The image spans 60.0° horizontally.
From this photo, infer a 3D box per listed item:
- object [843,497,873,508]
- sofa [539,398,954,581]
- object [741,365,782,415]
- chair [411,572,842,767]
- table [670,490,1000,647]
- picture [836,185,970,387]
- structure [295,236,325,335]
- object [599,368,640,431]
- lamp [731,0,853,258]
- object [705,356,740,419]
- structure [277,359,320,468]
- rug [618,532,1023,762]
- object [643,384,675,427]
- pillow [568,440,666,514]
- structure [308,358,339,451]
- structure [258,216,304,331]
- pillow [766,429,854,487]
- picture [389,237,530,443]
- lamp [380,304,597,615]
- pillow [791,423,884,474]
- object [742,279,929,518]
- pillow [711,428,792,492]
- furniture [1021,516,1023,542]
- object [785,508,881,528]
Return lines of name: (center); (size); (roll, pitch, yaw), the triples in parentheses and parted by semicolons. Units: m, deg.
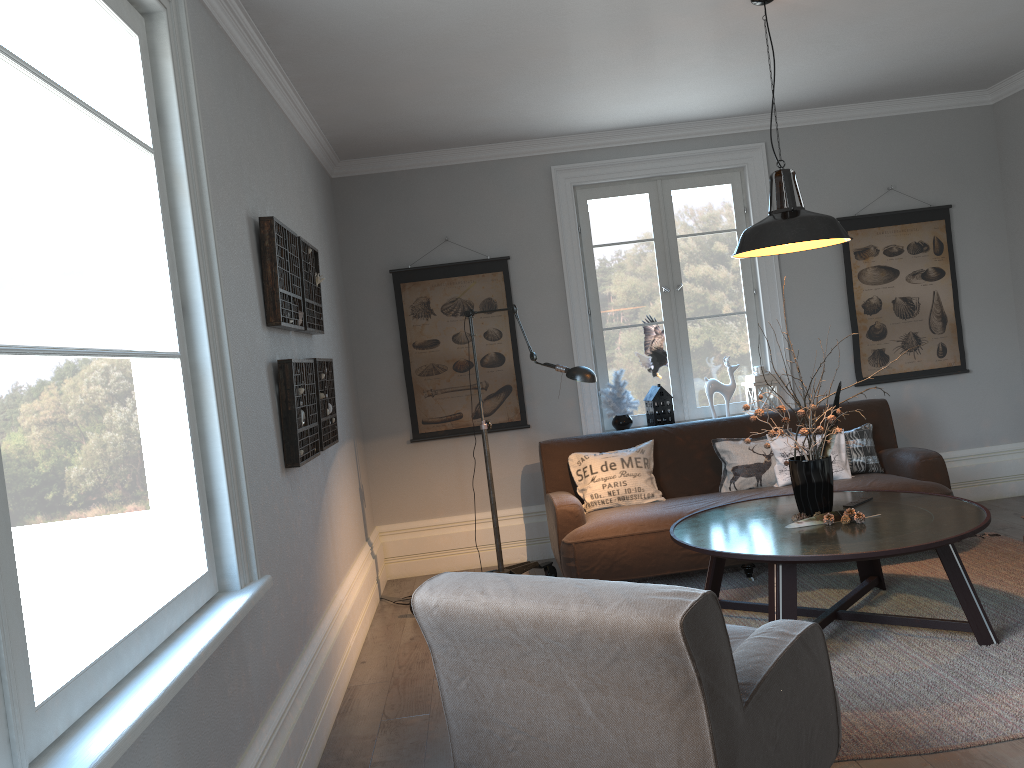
object: (1.589, 0.541, 4.074); (0.207, 0.011, 0.051); (-8, 2, -43)
sofa: (1.293, 0.631, 5.068); (2.165, 0.824, 0.969); (-7, 1, -3)
object: (1.648, 0.038, 5.847); (0.193, 0.322, 0.193); (-7, 1, -9)
chair: (0.378, 0.833, 2.428); (0.807, 0.795, 0.970); (-6, 2, 38)
table: (1.368, 0.831, 3.844); (1.300, 0.503, 1.300); (-7, 2, -10)
picture: (2.611, -0.679, 5.952); (0.793, 1.313, 0.057); (-7, 1, -3)
structure: (-0.939, -0.446, 4.117); (0.105, 0.416, 0.468); (-7, 1, -3)
object: (0.689, 0.104, 5.814); (0.262, 0.424, 0.248); (-6, 2, 33)
lamp: (1.134, -1.116, 3.801); (0.504, 1.075, 0.504); (-6, 2, 45)
object: (1.382, 0.028, 5.775); (0.239, 0.410, 0.128); (-7, 1, -6)
structure: (-0.856, 0.107, 3.600); (0.086, 0.416, 0.468); (-7, 1, -3)
rug: (1.419, 1.020, 3.885); (2.819, 0.090, 2.400); (-7, 2, -2)
object: (0.967, 0.141, 5.836); (0.155, 0.284, 0.155); (-7, 1, -13)
pillow: (0.606, 0.544, 5.141); (0.519, 0.368, 0.240); (-7, 1, -3)
structure: (-0.884, 0.088, 4.148); (0.086, 0.416, 0.468); (-7, 1, -3)
structure: (-0.935, -0.429, 3.580); (0.099, 0.416, 0.468); (-7, 1, -3)
pillow: (1.702, 0.415, 5.078); (0.471, 0.309, 0.188); (-7, 1, -2)
picture: (-0.351, -0.313, 5.811); (0.793, 1.313, 0.057); (-7, 1, -3)
lamp: (-0.235, 0.415, 5.024); (1.863, 1.644, 0.797); (-6, 2, 35)
pillow: (1.897, 0.401, 5.199); (0.542, 0.288, 0.183); (-7, 1, -1)
object: (1.381, 0.044, 3.767); (0.853, 1.066, 0.525); (-8, 2, -32)
pillow: (1.409, 0.459, 5.139); (0.472, 0.347, 0.159); (-7, 1, -5)
furniture: (2.531, 0.710, 3.645); (0.583, 0.440, 0.574); (-7, 1, -2)
object: (1.355, 0.557, 3.747); (0.404, 0.067, 0.153); (-7, 2, 15)
